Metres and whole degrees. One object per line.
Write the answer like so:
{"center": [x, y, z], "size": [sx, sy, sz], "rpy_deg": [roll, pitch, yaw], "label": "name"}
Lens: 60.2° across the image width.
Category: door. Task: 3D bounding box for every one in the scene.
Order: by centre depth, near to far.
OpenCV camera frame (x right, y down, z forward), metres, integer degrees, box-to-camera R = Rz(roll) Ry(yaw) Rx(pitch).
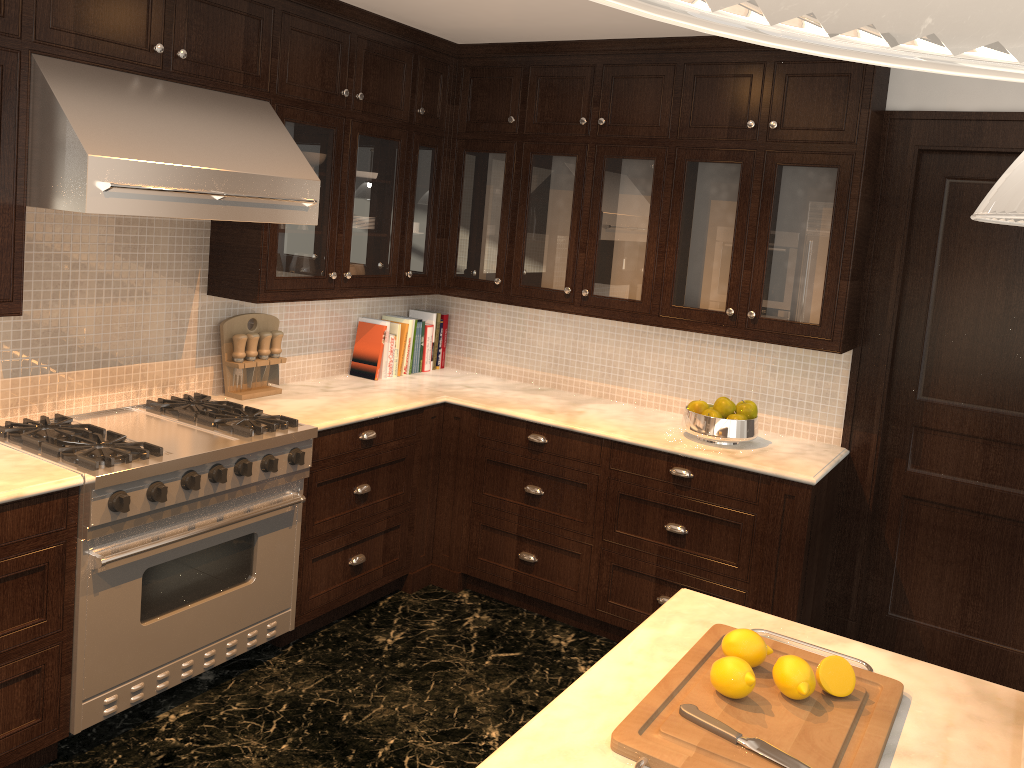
{"center": [1.963, 0.178, 3.541], "size": [0.869, 2.165, 0.109], "rpy_deg": [9, 7, 31], "label": "door"}

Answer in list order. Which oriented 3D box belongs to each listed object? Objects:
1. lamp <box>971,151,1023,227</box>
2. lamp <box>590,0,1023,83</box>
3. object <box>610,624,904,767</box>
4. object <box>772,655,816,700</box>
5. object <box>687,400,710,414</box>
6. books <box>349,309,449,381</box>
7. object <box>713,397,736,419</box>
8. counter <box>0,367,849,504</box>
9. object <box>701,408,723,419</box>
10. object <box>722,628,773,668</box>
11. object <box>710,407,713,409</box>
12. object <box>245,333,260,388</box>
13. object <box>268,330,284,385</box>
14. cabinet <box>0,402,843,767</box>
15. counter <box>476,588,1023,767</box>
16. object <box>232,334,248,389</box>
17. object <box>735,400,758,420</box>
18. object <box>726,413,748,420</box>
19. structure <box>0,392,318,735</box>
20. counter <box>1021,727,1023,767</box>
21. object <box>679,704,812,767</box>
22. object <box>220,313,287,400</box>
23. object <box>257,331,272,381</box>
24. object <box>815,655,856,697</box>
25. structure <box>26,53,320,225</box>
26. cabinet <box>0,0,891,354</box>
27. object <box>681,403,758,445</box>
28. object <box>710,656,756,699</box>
{"center": [0.666, -0.536, 0.840], "size": [0.317, 0.776, 0.320], "rpy_deg": [-1, 9, -45], "label": "lamp"}
{"center": [0.150, -0.421, 0.002], "size": [0.317, 0.776, 0.320], "rpy_deg": [-1, 9, -45], "label": "lamp"}
{"center": [0.463, 0.593, 1.592], "size": [0.387, 0.021, 0.671], "rpy_deg": [11, 12, 30], "label": "object"}
{"center": [0.523, 0.543, 1.636], "size": [0.083, 0.071, 0.081], "rpy_deg": [13, 11, 41], "label": "object"}
{"center": [0.779, 0.115, 3.693], "size": [0.091, 0.097, 0.094], "rpy_deg": [5, 8, -2], "label": "object"}
{"center": [-0.584, -0.218, 4.624], "size": [0.195, 0.308, 0.606], "rpy_deg": [9, 10, 30], "label": "books"}
{"center": [0.887, 0.103, 3.686], "size": [0.096, 0.099, 0.092], "rpy_deg": [6, 8, 8], "label": "object"}
{"center": [-0.416, 0.287, 2.945], "size": [2.330, 0.031, 3.387], "rpy_deg": [11, 12, 30], "label": "counter"}
{"center": [0.825, 0.149, 3.637], "size": [0.100, 0.096, 0.092], "rpy_deg": [-2, 11, -41], "label": "object"}
{"center": [0.457, 0.519, 1.734], "size": [0.083, 0.071, 0.082], "rpy_deg": [-3, 12, -43], "label": "object"}
{"center": [0.871, 0.145, 3.782], "size": [0.091, 0.096, 0.093], "rpy_deg": [7, 8, 12], "label": "object"}
{"center": [-1.111, -0.101, 3.757], "size": [0.061, 0.235, 0.062], "rpy_deg": [5, 6, 1], "label": "object"}
{"center": [-1.040, -0.117, 3.875], "size": [0.061, 0.235, 0.061], "rpy_deg": [4, 6, -5], "label": "object"}
{"center": [-0.455, 0.736, 2.989], "size": [2.330, 0.872, 3.387], "rpy_deg": [11, 12, 30], "label": "cabinet"}
{"center": [0.108, 0.765, 0.673], "size": [1.061, 0.031, 2.885], "rpy_deg": [11, 12, 30], "label": "counter"}
{"center": [-1.146, -0.097, 3.700], "size": [0.061, 0.226, 0.062], "rpy_deg": [6, 6, 13], "label": "object"}
{"center": [0.975, 0.116, 3.676], "size": [0.093, 0.097, 0.092], "rpy_deg": [5, 8, 2], "label": "object"}
{"center": [0.925, 0.167, 3.634], "size": [0.091, 0.096, 0.093], "rpy_deg": [0, 9, -29], "label": "object"}
{"center": [-1.287, 0.546, 3.152], "size": [0.723, 0.830, 0.910], "rpy_deg": [10, 10, 31], "label": "structure"}
{"center": [0.435, 0.645, 0.474], "size": [0.330, 0.031, 2.871], "rpy_deg": [11, 12, 30], "label": "counter"}
{"center": [0.421, 0.601, 1.448], "size": [0.333, 0.014, 0.042], "rpy_deg": [14, 14, 41], "label": "object"}
{"center": [-1.100, -0.125, 3.791], "size": [0.111, 0.346, 0.318], "rpy_deg": [8, 9, 30], "label": "object"}
{"center": [-1.074, -0.115, 3.818], "size": [0.061, 0.224, 0.062], "rpy_deg": [5, 6, 1], "label": "object"}
{"center": [0.607, 0.547, 1.664], "size": [0.074, 0.068, 0.064], "rpy_deg": [4, 8, -6], "label": "object"}
{"center": [-1.190, -0.823, 3.035], "size": [0.643, 0.473, 0.936], "rpy_deg": [10, 11, 30], "label": "structure"}
{"center": [-0.326, -0.769, 2.848], "size": [2.322, 1.242, 3.386], "rpy_deg": [11, 12, 30], "label": "cabinet"}
{"center": [0.873, 0.175, 3.711], "size": [0.320, 0.121, 0.320], "rpy_deg": [10, 11, 24], "label": "object"}
{"center": [0.404, 0.538, 1.618], "size": [0.082, 0.073, 0.080], "rpy_deg": [8, 9, 18], "label": "object"}
